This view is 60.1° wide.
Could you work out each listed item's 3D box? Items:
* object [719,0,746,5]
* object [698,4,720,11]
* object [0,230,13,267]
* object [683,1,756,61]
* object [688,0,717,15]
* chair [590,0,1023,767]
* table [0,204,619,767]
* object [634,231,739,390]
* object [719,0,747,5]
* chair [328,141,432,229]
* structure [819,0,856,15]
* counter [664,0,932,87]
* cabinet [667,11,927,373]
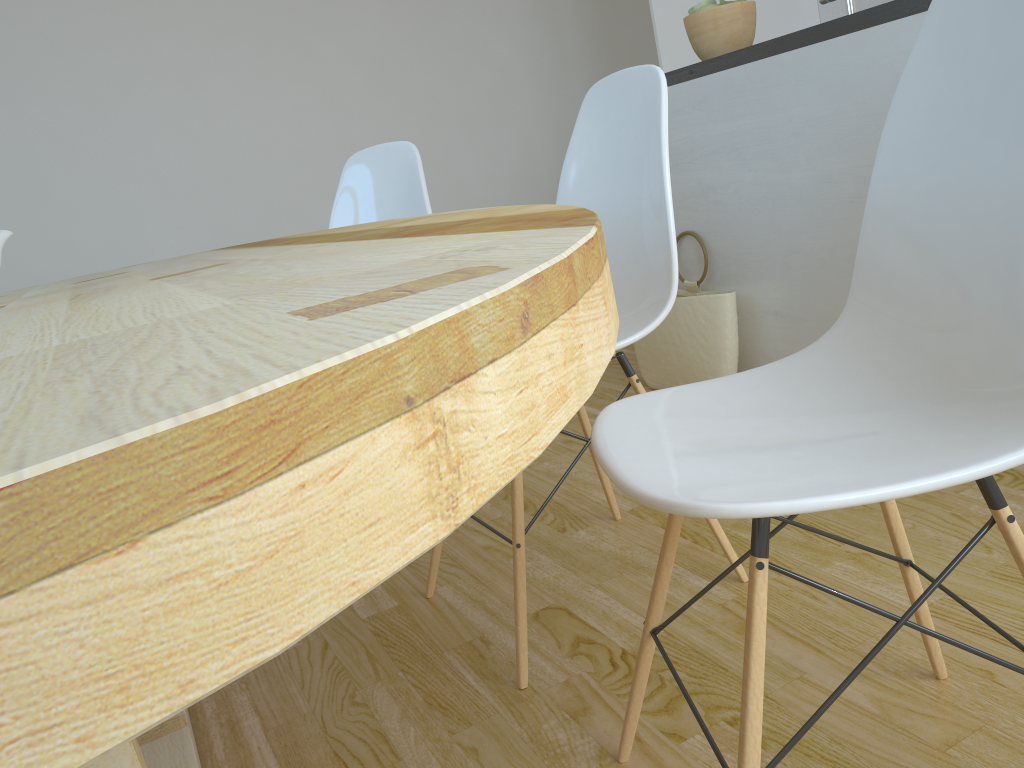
[{"bbox_3d":[0.617,-1.084,2.477,0.077,0.071,0.075,-12,12,1],"label":"object"},{"bbox_3d":[0.573,-1.040,2.522,0.097,0.084,0.082,-5,14,30],"label":"object"},{"bbox_3d":[-0.811,-0.204,1.255,0.178,0.209,0.148,-17,12,-24],"label":"object"},{"bbox_3d":[0.608,-1.006,2.554,0.205,0.140,0.208,-5,14,27],"label":"object"},{"bbox_3d":[0.561,-1.085,2.593,0.086,0.064,0.084,-14,12,-12],"label":"object"},{"bbox_3d":[0.325,0.046,0.890,0.523,0.892,0.434,-13,11,-4],"label":"chair"},{"bbox_3d":[-0.573,0.249,1.186,1.202,0.717,2.201,-17,14,-25],"label":"table"},{"bbox_3d":[0.197,-0.062,2.324,0.470,0.496,1.204,-1,17,42],"label":"object"},{"bbox_3d":[0.641,-1.077,2.553,0.086,0.097,0.103,-12,12,-3],"label":"object"},{"bbox_3d":[-0.397,-0.121,2.196,0.429,0.892,0.530,-4,13,35],"label":"chair"},{"bbox_3d":[0.797,-0.962,2.054,0.163,0.213,0.097,-17,12,-23],"label":"structure"},{"bbox_3d":[1.125,-0.845,1.841,0.604,0.040,2.413,-17,14,-23],"label":"counter"},{"bbox_3d":[1.219,-0.392,1.922,0.604,0.899,2.413,-17,14,-23],"label":"cabinet"}]
